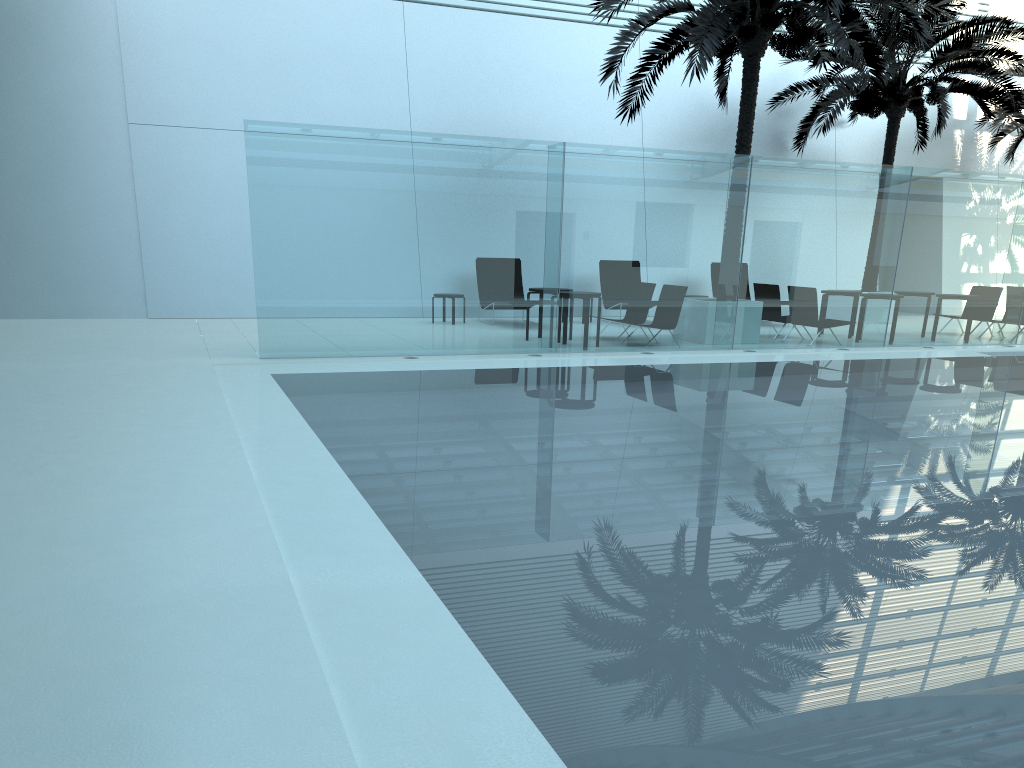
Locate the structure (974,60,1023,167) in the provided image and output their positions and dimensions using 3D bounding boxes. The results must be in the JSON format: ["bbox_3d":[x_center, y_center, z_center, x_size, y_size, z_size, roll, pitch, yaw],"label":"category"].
[{"bbox_3d":[13.218,-4.978,20.003,4.628,7.205,4.094,5,16,12],"label":"structure"}]

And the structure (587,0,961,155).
[{"bbox_3d":[3.342,-4.189,13.015,4.459,7.334,4.587,1,15,-2],"label":"structure"}]

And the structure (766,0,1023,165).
[{"bbox_3d":[7.628,-4.739,17.784,4.205,7.140,4.509,-12,21,-40],"label":"structure"}]
